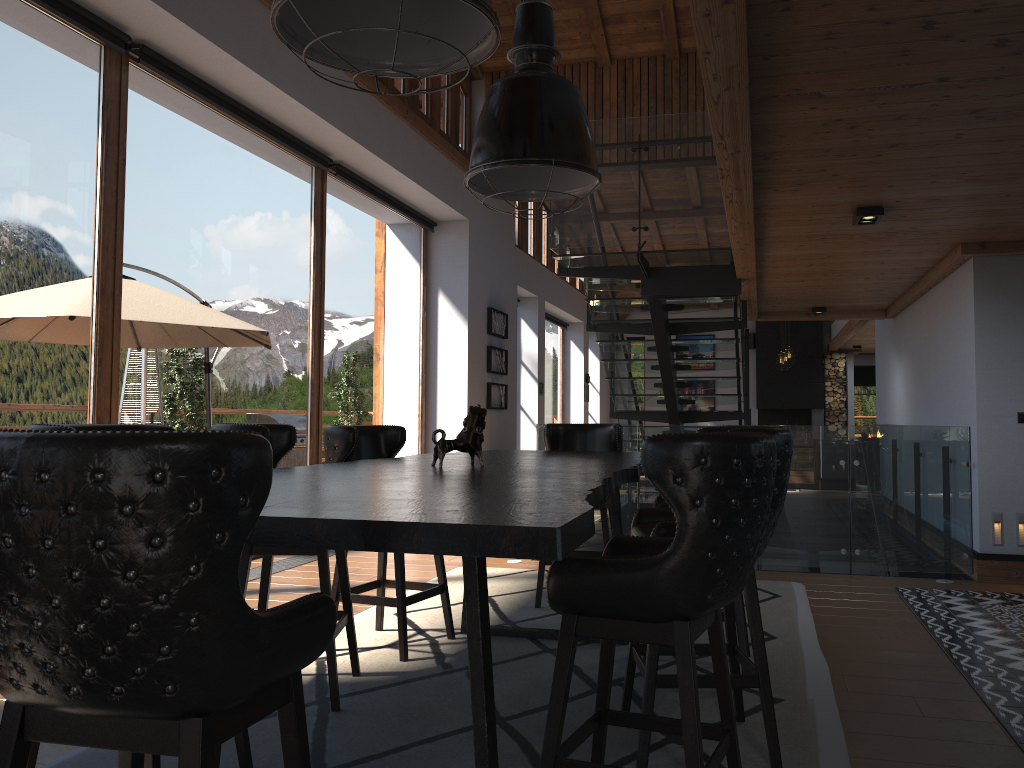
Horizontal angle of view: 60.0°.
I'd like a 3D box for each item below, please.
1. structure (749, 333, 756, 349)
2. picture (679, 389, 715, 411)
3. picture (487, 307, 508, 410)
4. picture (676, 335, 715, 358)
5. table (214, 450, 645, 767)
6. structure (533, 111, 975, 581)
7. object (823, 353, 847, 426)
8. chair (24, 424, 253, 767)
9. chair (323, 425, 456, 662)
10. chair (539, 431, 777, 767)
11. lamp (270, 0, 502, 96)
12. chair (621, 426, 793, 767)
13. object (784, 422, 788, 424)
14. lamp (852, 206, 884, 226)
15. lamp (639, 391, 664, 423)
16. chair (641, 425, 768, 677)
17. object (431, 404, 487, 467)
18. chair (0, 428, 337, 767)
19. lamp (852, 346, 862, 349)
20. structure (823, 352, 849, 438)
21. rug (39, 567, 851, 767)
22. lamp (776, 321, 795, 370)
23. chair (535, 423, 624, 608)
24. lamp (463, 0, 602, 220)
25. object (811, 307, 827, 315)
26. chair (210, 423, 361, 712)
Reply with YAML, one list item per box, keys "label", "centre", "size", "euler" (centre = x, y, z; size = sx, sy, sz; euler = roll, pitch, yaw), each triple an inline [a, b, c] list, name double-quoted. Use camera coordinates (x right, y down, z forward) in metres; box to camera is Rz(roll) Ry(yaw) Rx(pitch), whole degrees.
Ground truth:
- label: "structure"
  centre: [5.378, -0.959, 19.938]
  size: [0.212, 0.350, 0.215]
  euler: [0, -3, 15]
- label: "picture"
  centre: [4.192, 0.277, 20.257]
  size: [0.874, 0.817, 0.036]
  euler: [0, -3, 14]
- label: "picture"
  centre: [-0.189, -0.319, 11.776]
  size: [0.059, 1.313, 0.778]
  euler: [-1, -3, 16]
- label: "picture"
  centre: [4.198, -0.717, 20.311]
  size: [0.874, 0.817, 0.036]
  euler: [0, -3, 14]
- label: "table"
  centre: [-0.096, 0.797, 3.462]
  size: [1.421, 0.950, 3.817]
  euler: [0, -2, 15]
- label: "structure"
  centre: [-0.435, 1.097, 9.079]
  size: [9.156, 6.403, 11.084]
  euler: [0, -3, 15]
- label: "object"
  centre: [7.016, 0.639, 19.249]
  size: [0.491, 2.614, 0.469]
  euler: [0, -3, 15]
- label: "chair"
  centre: [-1.136, 0.665, 2.609]
  size: [0.565, 1.093, 0.506]
  euler: [0, -3, 14]
- label: "chair"
  centre: [-0.637, 0.747, 4.329]
  size: [0.563, 1.093, 0.508]
  euler: [-1, -3, 24]
- label: "chair"
  centre: [0.389, 0.669, 2.268]
  size: [0.563, 1.093, 0.508]
  euler: [-1, -3, 24]
- label: "lamp"
  centre: [-0.326, -3.161, 2.551]
  size: [0.628, 4.688, 0.614]
  euler: [2, -4, -30]
- label: "chair"
  centre: [0.675, 0.692, 3.046]
  size: [0.568, 1.093, 0.503]
  euler: [0, -3, -1]
- label: "object"
  centre: [5.262, 1.049, 16.312]
  size: [0.402, 0.808, 0.625]
  euler: [-1, -3, 26]
- label: "lamp"
  centre: [2.145, -1.019, 5.346]
  size: [0.154, 0.068, 0.262]
  euler: [0, -2, 15]
- label: "lamp"
  centre: [2.903, 0.977, 19.359]
  size: [0.521, 1.900, 1.337]
  euler: [-2, -4, 36]
- label: "chair"
  centre: [0.889, 0.732, 3.989]
  size: [0.565, 1.093, 0.506]
  euler: [0, -3, 14]
- label: "object"
  centre: [-0.209, 0.203, 3.474]
  size: [0.223, 0.254, 0.115]
  euler: [1, -3, -22]
- label: "chair"
  centre: [-0.622, 0.622, 1.493]
  size: [0.501, 1.093, 0.571]
  euler: [0, -3, 14]
- label: "lamp"
  centre: [7.160, -0.762, 18.396]
  size: [0.154, 0.068, 0.262]
  euler: [0, -2, 15]
- label: "structure"
  centre: [7.020, 0.632, 19.239]
  size: [0.499, 2.619, 0.514]
  euler: [0, -3, 15]
- label: "rug"
  centre: [0.047, 1.264, 3.734]
  size: [2.536, 0.047, 5.661]
  euler: [0, -2, 15]
- label: "lamp"
  centre: [5.239, -1.384, 17.093]
  size: [0.261, 2.203, 0.804]
  euler: [0, -3, 7]
- label: "chair"
  centre: [0.422, 0.787, 5.402]
  size: [0.501, 1.093, 0.571]
  euler: [0, -3, 14]
- label: "lamp"
  centre: [0.107, -3.096, 4.091]
  size: [0.628, 4.688, 0.614]
  euler: [2, -4, -30]
- label: "object"
  centre: [3.436, -0.824, 9.932]
  size: [0.154, 0.068, 0.262]
  euler: [0, -2, 15]
- label: "chair"
  centre: [-0.922, 0.705, 3.553]
  size: [0.568, 1.093, 0.503]
  euler: [0, -3, -1]
